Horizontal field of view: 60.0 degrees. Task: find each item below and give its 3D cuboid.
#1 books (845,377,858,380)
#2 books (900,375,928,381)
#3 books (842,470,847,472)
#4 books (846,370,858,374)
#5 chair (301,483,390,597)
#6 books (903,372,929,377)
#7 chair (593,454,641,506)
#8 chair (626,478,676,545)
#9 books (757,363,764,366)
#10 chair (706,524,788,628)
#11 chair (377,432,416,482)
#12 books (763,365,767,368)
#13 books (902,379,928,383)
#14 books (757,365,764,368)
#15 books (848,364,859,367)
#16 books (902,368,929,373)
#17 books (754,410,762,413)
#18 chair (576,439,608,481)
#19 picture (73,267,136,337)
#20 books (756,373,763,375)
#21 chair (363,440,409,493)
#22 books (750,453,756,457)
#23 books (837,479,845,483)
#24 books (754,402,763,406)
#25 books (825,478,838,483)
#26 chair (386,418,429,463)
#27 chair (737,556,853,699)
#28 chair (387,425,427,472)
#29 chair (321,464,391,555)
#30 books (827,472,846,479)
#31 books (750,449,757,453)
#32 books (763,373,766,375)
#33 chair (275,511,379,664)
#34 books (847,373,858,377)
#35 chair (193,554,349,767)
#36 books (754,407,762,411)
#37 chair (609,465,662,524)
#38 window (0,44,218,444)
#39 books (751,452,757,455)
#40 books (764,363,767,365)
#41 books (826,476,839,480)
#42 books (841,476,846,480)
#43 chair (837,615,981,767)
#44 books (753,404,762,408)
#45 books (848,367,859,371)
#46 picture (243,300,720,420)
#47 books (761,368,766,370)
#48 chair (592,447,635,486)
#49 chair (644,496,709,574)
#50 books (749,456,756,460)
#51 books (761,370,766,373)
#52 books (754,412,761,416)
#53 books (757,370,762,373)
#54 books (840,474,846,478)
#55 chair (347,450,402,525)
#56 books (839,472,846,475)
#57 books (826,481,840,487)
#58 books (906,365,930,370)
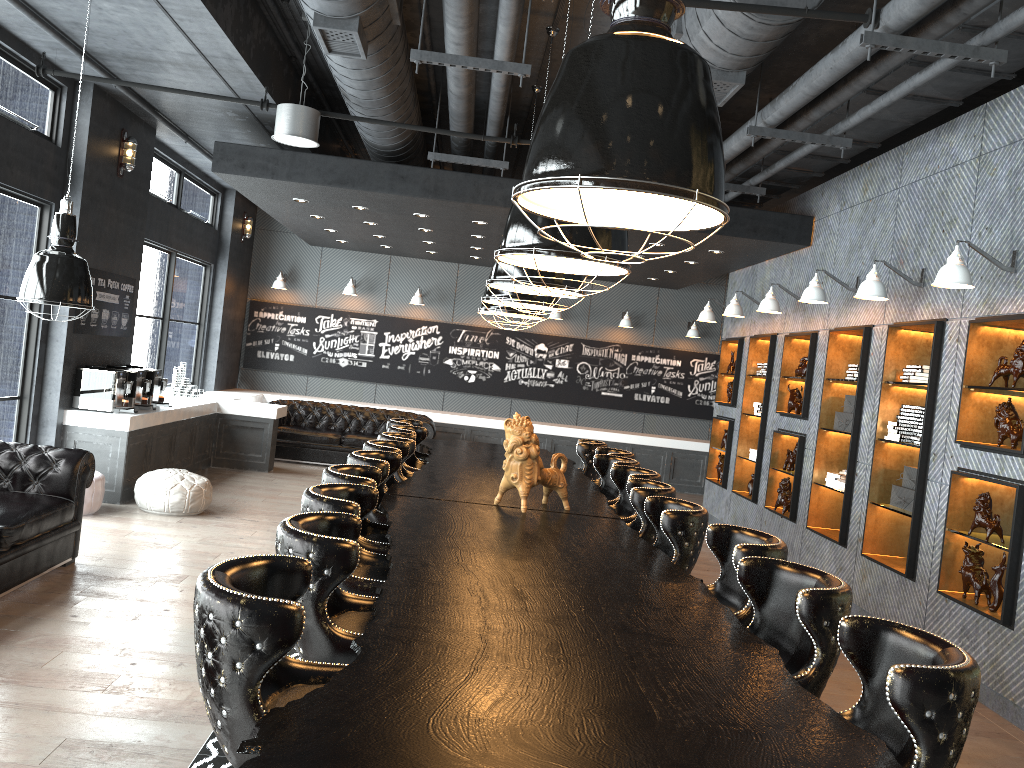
[{"bbox_3d":[3.023,-0.037,7.659,0.193,0.028,0.245,6,1,-3],"label":"books"},{"bbox_3d":[3.068,-0.041,6.707,0.193,0.028,0.245,7,1,8],"label":"books"},{"bbox_3d":[2.925,0.752,7.494,0.185,0.024,0.212,6,1,-9],"label":"books"},{"bbox_3d":[3.030,-0.092,7.636,0.193,0.028,0.245,6,1,-12],"label":"books"},{"bbox_3d":[-0.651,1.002,3.730,0.568,1.092,0.504,7,1,1],"label":"chair"},{"bbox_3d":[3.092,-0.066,6.687,0.193,0.028,0.245,7,1,5],"label":"books"},{"bbox_3d":[0.620,1.087,6.656,0.568,1.092,0.504,6,1,-13],"label":"chair"},{"bbox_3d":[0.632,1.117,5.270,0.568,1.092,0.504,7,1,5],"label":"chair"},{"bbox_3d":[2.897,-0.212,9.999,0.193,0.028,0.245,6,1,-6],"label":"books"},{"bbox_3d":[0.823,1.169,3.786,0.568,1.092,0.504,6,1,-2],"label":"chair"},{"bbox_3d":[-0.767,0.931,6.576,0.568,1.092,0.504,6,1,-7],"label":"chair"},{"bbox_3d":[2.912,-0.177,9.713,0.193,0.028,0.245,6,1,-23],"label":"books"},{"bbox_3d":[3.067,-0.012,6.679,0.193,0.028,0.245,7,1,13],"label":"books"},{"bbox_3d":[2.894,-0.184,10.000,0.193,0.028,0.245,7,1,2],"label":"books"},{"bbox_3d":[3.036,-0.148,7.639,0.193,0.028,0.245,7,1,0],"label":"books"},{"bbox_3d":[3.105,-0.093,6.685,0.193,0.028,0.245,6,1,-11],"label":"books"},{"bbox_3d":[2.809,0.314,9.788,0.245,0.028,0.193,7,1,6],"label":"books"},{"bbox_3d":[0.532,1.048,8.082,0.568,1.092,0.504,7,1,5],"label":"chair"},{"bbox_3d":[-4.100,-0.806,8.890,0.086,0.634,1.390,6,1,-3],"label":"picture"},{"bbox_3d":[2.884,-0.100,10.001,0.193,0.028,0.245,7,1,1],"label":"books"},{"bbox_3d":[-0.758,0.946,5.872,0.568,1.092,0.504,7,1,0],"label":"chair"},{"bbox_3d":[2.779,0.802,9.866,0.166,0.024,0.227,6,1,-17],"label":"books"},{"bbox_3d":[2.882,0.834,7.495,0.205,0.019,0.264,6,1,-4],"label":"books"},{"bbox_3d":[2.837,0.231,9.848,0.245,0.028,0.193,6,1,-10],"label":"books"},{"bbox_3d":[2.902,0.858,7.795,0.166,0.024,0.227,6,1,-35],"label":"books"},{"bbox_3d":[-0.903,0.886,8.011,0.568,1.092,0.504,7,1,6],"label":"chair"},{"bbox_3d":[0.817,1.183,3.069,0.568,1.092,0.504,6,1,-11],"label":"chair"},{"bbox_3d":[-0.796,0.913,7.291,0.568,1.092,0.504,7,1,6],"label":"chair"},{"bbox_3d":[-0.714,0.981,4.414,0.568,1.092,0.504,6,1,-6],"label":"chair"},{"bbox_3d":[2.913,0.809,7.780,0.225,0.029,0.179,6,1,-18],"label":"books"},{"bbox_3d":[2.789,0.753,9.861,0.225,0.029,0.179,6,1,-20],"label":"books"},{"bbox_3d":[2.902,-0.092,9.714,0.193,0.028,0.245,6,1,-24],"label":"books"},{"bbox_3d":[-0.570,1.025,3.030,0.568,1.092,0.504,6,1,-9],"label":"chair"},{"bbox_3d":[3.016,-0.066,7.650,0.193,0.028,0.245,7,1,8],"label":"books"},{"bbox_3d":[-0.578,1.039,2.296,0.568,1.092,0.504,6,1,-11],"label":"chair"},{"bbox_3d":[2.832,0.288,9.829,0.245,0.028,0.193,6,1,-3],"label":"books"},{"bbox_3d":[0.659,1.106,5.952,0.568,1.092,0.504,6,1,-8],"label":"chair"},{"bbox_3d":[-3.974,-0.670,2.593,0.120,3.729,20.800,6,1,-3],"label":"window"},{"bbox_3d":[2.803,0.781,9.868,0.243,0.024,0.175,6,1,-12],"label":"books"},{"bbox_3d":[2.916,-0.204,9.712,0.193,0.028,0.245,6,1,-31],"label":"books"},{"bbox_3d":[2.927,0.837,7.818,0.243,0.024,0.175,6,1,-4],"label":"books"},{"bbox_3d":[2.895,0.814,7.501,0.197,0.023,0.248,7,1,13],"label":"books"},{"bbox_3d":[0.863,1.203,2.351,0.568,1.092,0.504,7,1,6],"label":"chair"},{"bbox_3d":[2.823,0.258,9.848,0.245,0.028,0.193,7,1,0],"label":"books"},{"bbox_3d":[3.051,-0.119,7.680,0.193,0.028,0.245,7,1,3],"label":"books"},{"bbox_3d":[1.868,-0.114,14.843,12.464,1.103,0.200,6,1,-3],"label":"picture"},{"bbox_3d":[2.930,-0.152,10.002,0.193,0.028,0.245,7,1,4],"label":"books"},{"bbox_3d":[0.676,1.080,7.346,0.568,1.092,0.504,6,1,-7],"label":"chair"},{"bbox_3d":[0.653,1.135,4.509,0.568,1.092,0.504,6,1,-2],"label":"chair"},{"bbox_3d":[2.785,0.832,9.851,0.179,0.034,0.243,6,1,-34],"label":"books"},{"bbox_3d":[2.887,-0.123,9.727,0.193,0.028,0.245,6,1,-16],"label":"books"},{"bbox_3d":[2.835,0.345,9.830,0.245,0.028,0.193,6,1,-7],"label":"books"},{"bbox_3d":[2.877,-0.130,10.020,0.193,0.028,0.245,7,1,9],"label":"books"},{"bbox_3d":[2.923,0.795,7.485,0.244,0.023,0.247,6,1,-18],"label":"books"},{"bbox_3d":[-0.730,0.964,5.161,0.568,1.092,0.504,7,1,1],"label":"chair"},{"bbox_3d":[2.900,0.771,7.488,0.197,0.020,0.206,6,1,-2],"label":"books"},{"bbox_3d":[2.908,0.888,7.781,0.179,0.034,0.243,6,1,-24],"label":"books"},{"bbox_3d":[3.119,-0.119,6.677,0.193,0.028,0.245,6,1,-3],"label":"books"}]
